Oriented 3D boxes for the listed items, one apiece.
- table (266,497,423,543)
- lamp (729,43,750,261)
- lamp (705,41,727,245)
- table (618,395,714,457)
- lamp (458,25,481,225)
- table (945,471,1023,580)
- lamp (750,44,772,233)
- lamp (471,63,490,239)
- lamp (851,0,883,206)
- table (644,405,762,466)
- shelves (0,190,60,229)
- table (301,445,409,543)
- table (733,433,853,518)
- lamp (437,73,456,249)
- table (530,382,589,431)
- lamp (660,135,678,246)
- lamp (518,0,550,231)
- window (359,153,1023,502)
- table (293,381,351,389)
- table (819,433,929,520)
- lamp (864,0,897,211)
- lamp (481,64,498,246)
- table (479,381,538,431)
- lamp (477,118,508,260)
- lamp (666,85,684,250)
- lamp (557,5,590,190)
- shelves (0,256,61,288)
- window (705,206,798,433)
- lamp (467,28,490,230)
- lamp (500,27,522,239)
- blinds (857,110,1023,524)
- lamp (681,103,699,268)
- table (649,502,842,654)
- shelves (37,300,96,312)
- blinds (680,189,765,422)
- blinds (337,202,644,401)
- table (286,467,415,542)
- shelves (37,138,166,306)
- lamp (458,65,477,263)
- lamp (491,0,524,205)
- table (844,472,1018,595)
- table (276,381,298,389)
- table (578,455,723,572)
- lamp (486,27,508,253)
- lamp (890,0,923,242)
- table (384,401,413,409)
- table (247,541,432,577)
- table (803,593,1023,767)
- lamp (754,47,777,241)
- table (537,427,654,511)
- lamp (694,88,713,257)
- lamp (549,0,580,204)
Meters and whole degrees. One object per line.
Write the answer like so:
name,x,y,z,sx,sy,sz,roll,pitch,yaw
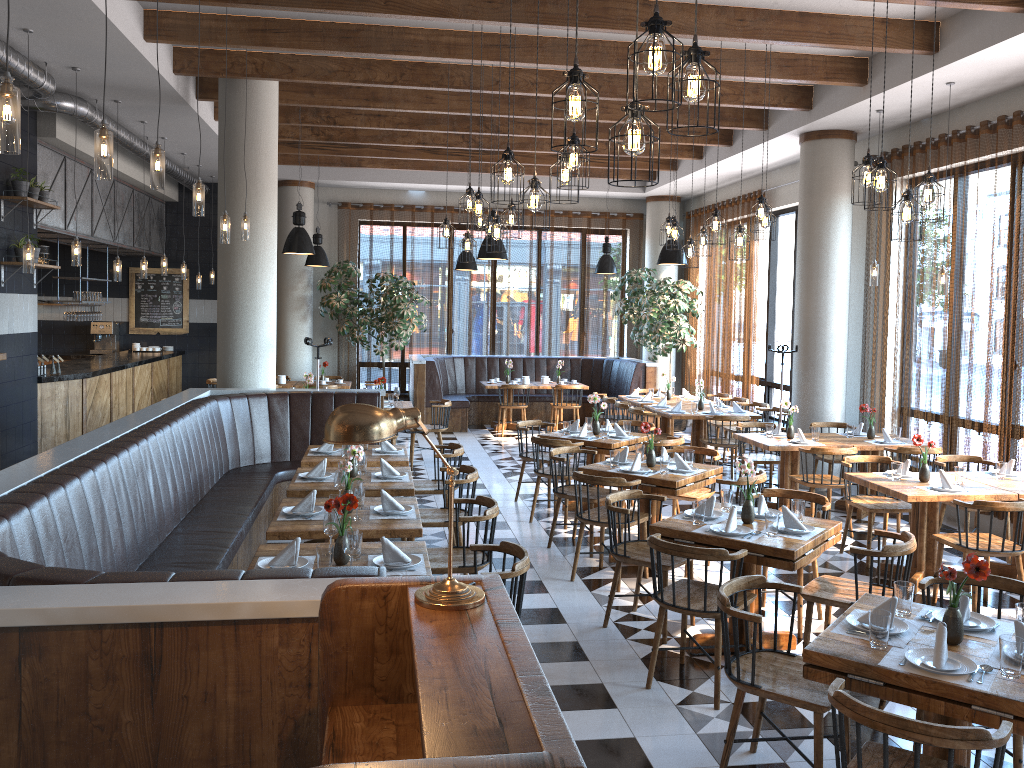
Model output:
table,-0.988,1.149,5.313,0.850,0.762,0.852,1,4,-9
lamp,1.992,-2.106,7.648,0.175,2.067,0.175,2,2,10
lamp,1.776,-2.238,7.605,0.175,2.067,0.175,0,3,-23
table,2.201,0.602,12.543,1.215,0.762,1.217,1,4,-5
lamp,-0.331,-2.352,7.271,0.175,2.067,0.175,-1,3,-38
table,3.936,1.125,6.771,0.850,0.762,0.852,1,4,-9
lamp,2.122,-2.317,7.443,0.175,2.067,0.175,2,2,10
lamp,-0.293,-2.471,8.690,0.175,2.067,0.175,2,2,9
lamp,2.216,-2.146,5.440,0.175,2.067,0.175,1,2,-14
table,2.390,0.711,11.297,1.215,0.762,1.217,1,4,-5
shelves,-4.869,-1.758,8.983,0.247,0.297,0.906,1,5,-9
table,-1.317,0.959,7.480,0.850,0.762,0.852,1,4,-9
table,2.760,0.928,8.817,0.850,0.762,0.852,1,4,-9
lamp,-0.642,-2.392,8.845,0.175,2.067,0.175,0,3,-24
table,0.766,0.380,14.821,0.850,0.762,0.852,1,4,-9
lamp,1.651,-2.474,9.189,0.175,2.067,0.175,0,3,-23
lamp,0.147,-1.928,5.098,0.175,2.067,0.175,0,3,-25
window,3.124,-0.805,10.821,4.493,3.159,15.163,-1,5,-32
table,-2.988,0.373,14.012,0.850,0.762,0.852,1,4,-9
table,3.606,0.934,8.946,0.850,0.762,0.852,1,4,-9
lamp,2.211,-2.072,5.234,0.175,2.067,0.175,0,3,-25
lamp,-0.208,-2.429,8.882,0.175,2.067,0.175,1,2,-2
table,-0.078,0.374,14.693,0.850,0.762,0.852,1,4,-9
lamp,-0.222,-2.450,10.785,0.390,1.861,0.391,0,3,-21
lamp,1.677,-2.400,8.985,0.175,2.067,0.175,0,3,-34
lamp,0.367,-2.146,5.003,0.175,2.067,0.175,0,3,-25
shelves,-4.882,-1.130,9.009,0.247,0.297,0.906,1,5,-9
window,3.799,-1.006,13.352,0.365,3.159,4.978,1,4,-9
lamp,-0.251,-2.278,7.081,0.175,2.067,0.175,3,3,41
lamp,0.013,-2.258,7.428,0.175,2.067,0.175,2,3,19
blinds,4.575,-0.478,6.549,0.160,3.573,7.284,1,4,-9
lamp,1.858,-2.232,9.104,0.175,2.067,0.175,0,3,-23
table,1.381,1.202,5.241,0.865,0.762,0.865,4,5,36
shelves,-7.589,-1.257,14.881,1.041,0.297,0.301,0,4,-9
blinds,3.375,-1.175,14.505,0.155,3.575,3.206,1,4,-8
blinds,-0.354,-1.377,16.004,5.542,3.575,0.155,1,2,-8
table,-1.152,1.054,6.390,0.850,0.762,0.852,1,4,-9
shelves,-5.859,-1.988,12.297,0.682,1.791,5.879,1,5,-9
lamp,-0.427,-2.260,8.892,0.175,2.067,0.175,2,2,9
lamp,-0.006,-2.048,4.934,0.175,2.067,0.175,3,3,31
table,3.090,1.118,6.642,0.850,0.762,0.852,1,4,-9
table,-3.832,0.367,13.883,0.850,0.762,0.852,1,4,-9
table,1.103,1.042,7.078,0.865,0.762,0.865,4,5,36
lamp,-0.106,-2.114,7.245,0.175,2.067,0.175,-1,3,-38
lamp,2.406,-1.901,5.324,0.175,2.067,0.175,1,2,-14
table,-1.689,0.638,11.184,0.850,0.762,0.852,1,4,-9
table,-0.823,1.244,4.223,0.850,0.762,0.852,1,4,-9
table,1.662,1.365,3.384,0.865,0.762,0.865,4,5,36
lamp,2.210,-2.275,7.634,0.175,2.067,0.175,1,2,-1
table,0.833,0.886,8.855,0.865,0.762,0.865,4,5,36
lamp,2.023,-2.372,9.249,0.175,2.067,0.175,3,3,34
lamp,0.329,-2.108,5.210,0.175,2.067,0.175,-1,3,-36
